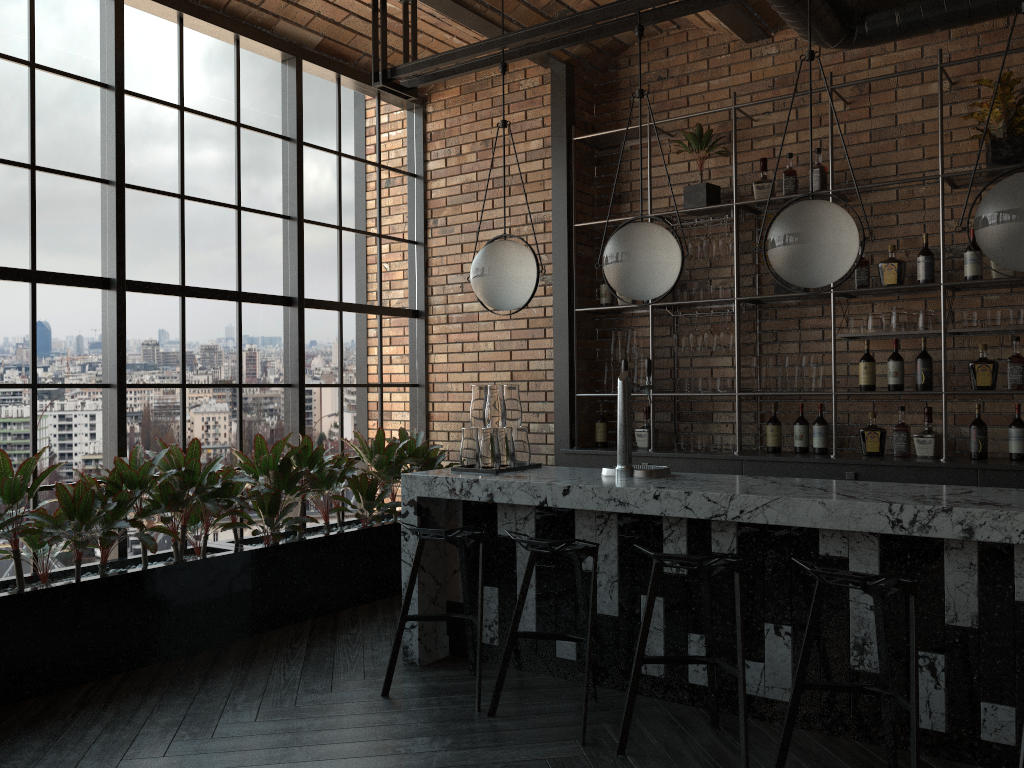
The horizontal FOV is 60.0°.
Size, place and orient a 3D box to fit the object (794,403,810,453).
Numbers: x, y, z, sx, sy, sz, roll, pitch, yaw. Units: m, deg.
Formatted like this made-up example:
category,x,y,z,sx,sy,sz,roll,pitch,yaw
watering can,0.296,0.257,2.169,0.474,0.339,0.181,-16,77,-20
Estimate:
category,x,y,z,sx,sy,sz,roll,pitch,yaw
object,1.724,0.262,5.280,0.086,0.298,0.086,-1,0,-6

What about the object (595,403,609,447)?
category,x,y,z,sx,sy,sz,roll,pitch,yaw
object,0.611,0.281,6.032,0.086,0.299,0.086,-1,0,-6

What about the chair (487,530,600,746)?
category,x,y,z,sx,sy,sz,roll,pitch,yaw
chair,0.205,0.944,3.514,0.475,0.737,0.414,-1,-1,40

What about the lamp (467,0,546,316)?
category,x,y,z,sx,sy,sz,roll,pitch,yaw
lamp,-0.039,-1.208,4.291,0.340,1.754,0.340,0,0,-9

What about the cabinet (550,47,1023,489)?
category,x,y,z,sx,sy,sz,roll,pitch,yaw
cabinet,1.745,-0.516,5.181,7.075,3.779,0.564,-1,-1,35

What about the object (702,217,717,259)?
category,x,y,z,sx,sy,sz,roll,pitch,yaw
object,1.222,-0.901,5.484,0.092,0.244,0.092,-1,-1,41

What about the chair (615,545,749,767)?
category,x,y,z,sx,sy,sz,roll,pitch,yaw
chair,0.666,0.937,3.190,0.475,0.737,0.414,-1,-1,30

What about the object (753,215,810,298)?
category,x,y,z,sx,sy,sz,roll,pitch,yaw
object,1.665,-0.784,5.251,0.425,0.526,0.430,0,-1,-43

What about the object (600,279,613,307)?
category,x,y,z,sx,sy,sz,roll,pitch,yaw
object,0.645,-0.655,6.040,0.086,0.298,0.086,-1,0,-6

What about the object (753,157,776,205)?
category,x,y,z,sx,sy,sz,roll,pitch,yaw
object,1.530,-1.232,5.382,0.123,0.279,0.123,-1,0,24

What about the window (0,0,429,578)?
category,x,y,z,sx,sy,sz,roll,pitch,yaw
window,-5.350,-0.533,0.091,0.168,3.253,16.179,-1,-1,35

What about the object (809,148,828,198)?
category,x,y,z,sx,sy,sz,roll,pitch,yaw
object,1.794,-1.238,5.194,0.083,0.282,0.083,0,-1,-40

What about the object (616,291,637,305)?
category,x,y,z,sx,sy,sz,roll,pitch,yaw
object,0.765,-0.647,5.900,0.123,0.279,0.123,-1,0,24

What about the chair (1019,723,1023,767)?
category,x,y,z,sx,sy,sz,roll,pitch,yaw
chair,1.665,0.921,2.488,0.475,0.737,0.414,-1,-1,30

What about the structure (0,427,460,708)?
category,x,y,z,sx,sy,sz,roll,pitch,yaw
structure,-1.533,0.805,4.809,0.757,1.072,4.107,-1,-1,34

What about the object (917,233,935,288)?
category,x,y,z,sx,sy,sz,roll,pitch,yaw
object,2.274,-0.679,4.873,0.086,0.298,0.086,-1,0,-6

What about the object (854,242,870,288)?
category,x,y,z,sx,sy,sz,roll,pitch,yaw
object,1.995,-0.668,5.053,0.083,0.282,0.083,-1,0,20

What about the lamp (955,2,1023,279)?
category,x,y,z,sx,sy,sz,roll,pitch,yaw
lamp,1.759,-1.236,3.027,0.340,1.754,0.340,0,0,-9

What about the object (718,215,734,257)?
category,x,y,z,sx,sy,sz,roll,pitch,yaw
object,1.307,-0.903,5.425,0.092,0.244,0.092,-1,-1,41

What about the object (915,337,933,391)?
category,x,y,z,sx,sy,sz,roll,pitch,yaw
object,2.262,-0.109,4.868,0.086,0.297,0.086,-1,0,-6

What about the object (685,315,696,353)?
category,x,y,z,sx,sy,sz,roll,pitch,yaw
object,1.151,-0.326,5.735,0.092,0.244,0.092,-1,-1,41

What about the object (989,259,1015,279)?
category,x,y,z,sx,sy,sz,roll,pitch,yaw
object,2.566,-0.674,4.635,0.123,0.279,0.123,-1,0,24

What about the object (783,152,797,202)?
category,x,y,z,sx,sy,sz,roll,pitch,yaw
object,1.658,-1.236,5.290,0.083,0.282,0.083,-1,0,20

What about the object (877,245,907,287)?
category,x,y,z,sx,sy,sz,roll,pitch,yaw
object,2.126,-0.652,4.960,0.151,0.248,0.094,-1,-1,39

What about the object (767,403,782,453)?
category,x,y,z,sx,sy,sz,roll,pitch,yaw
object,1.581,0.266,5.350,0.086,0.299,0.086,-1,0,-6

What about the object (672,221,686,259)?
category,x,y,z,sx,sy,sz,roll,pitch,yaw
object,1.051,-0.899,5.605,0.092,0.244,0.092,-1,-1,41

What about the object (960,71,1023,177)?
category,x,y,z,sx,sy,sz,roll,pitch,yaw
object,2.592,-1.371,4.678,0.425,0.526,0.430,-1,-1,37

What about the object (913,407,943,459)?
category,x,y,z,sx,sy,sz,roll,pitch,yaw
object,2.273,0.264,4.839,0.123,0.279,0.123,0,-1,-41

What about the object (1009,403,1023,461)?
category,x,y,z,sx,sy,sz,roll,pitch,yaw
object,2.633,0.248,4.612,0.086,0.298,0.086,-1,0,-6

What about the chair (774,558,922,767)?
category,x,y,z,sx,sy,sz,roll,pitch,yaw
chair,1.141,0.930,2.856,0.414,0.737,0.475,0,-1,-45

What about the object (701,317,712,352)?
category,x,y,z,sx,sy,sz,roll,pitch,yaw
object,1.241,-0.327,5.672,0.092,0.244,0.092,-1,-1,41

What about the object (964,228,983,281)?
category,x,y,z,sx,sy,sz,roll,pitch,yaw
object,2.462,-0.683,4.733,0.086,0.298,0.086,-1,0,-6

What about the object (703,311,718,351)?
category,x,y,z,sx,sy,sz,roll,pitch,yaw
object,1.228,-0.329,5.480,0.092,0.244,0.092,-1,-1,41

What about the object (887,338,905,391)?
category,x,y,z,sx,sy,sz,roll,pitch,yaw
object,2.154,-0.108,4.978,0.086,0.298,0.086,-1,0,-6

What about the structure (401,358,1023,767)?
category,x,y,z,sx,sy,sz,roll,pitch,yaw
structure,2.217,0.578,3.455,5.346,1.430,1.930,-1,-1,35

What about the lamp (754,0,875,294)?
category,x,y,z,sx,sy,sz,roll,pitch,yaw
lamp,1.160,-1.227,3.449,0.340,1.754,0.340,0,0,-9

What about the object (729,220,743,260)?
category,x,y,z,sx,sy,sz,roll,pitch,yaw
object,1.402,-0.903,5.560,0.092,0.244,0.092,-1,-1,41

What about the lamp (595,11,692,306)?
category,x,y,z,sx,sy,sz,roll,pitch,yaw
lamp,0.560,-1.218,3.870,0.340,1.754,0.340,0,0,-9

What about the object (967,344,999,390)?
category,x,y,z,sx,sy,sz,roll,pitch,yaw
object,2.497,-0.087,4.699,0.151,0.248,0.094,-1,0,24

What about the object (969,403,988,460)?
category,x,y,z,sx,sy,sz,roll,pitch,yaw
object,2.466,0.251,4.690,0.086,0.297,0.086,0,0,-21

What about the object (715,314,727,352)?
category,x,y,z,sx,sy,sz,roll,pitch,yaw
object,1.322,-0.328,5.615,0.092,0.244,0.092,-1,-1,41

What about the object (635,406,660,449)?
category,x,y,z,sx,sy,sz,roll,pitch,yaw
object,0.885,0.286,5.815,0.123,0.279,0.123,0,-1,-41

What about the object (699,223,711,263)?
category,x,y,z,sx,sy,sz,roll,pitch,yaw
object,1.236,-0.900,5.676,0.092,0.244,0.092,-1,-1,41

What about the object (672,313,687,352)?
category,x,y,z,sx,sy,sz,roll,pitch,yaw
object,1.057,-0.326,5.600,0.092,0.244,0.092,-1,-1,41

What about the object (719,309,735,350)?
category,x,y,z,sx,sy,sz,roll,pitch,yaw
object,1.312,-0.330,5.420,0.092,0.244,0.092,-1,-1,41

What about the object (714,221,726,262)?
category,x,y,z,sx,sy,sz,roll,pitch,yaw
object,1.317,-0.901,5.619,0.092,0.244,0.092,-1,-1,41

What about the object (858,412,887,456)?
category,x,y,z,sx,sy,sz,roll,pitch,yaw
object,2.041,0.284,5.018,0.151,0.248,0.094,-1,0,24

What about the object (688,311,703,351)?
category,x,y,z,sx,sy,sz,roll,pitch,yaw
object,1.147,-0.327,5.537,0.092,0.244,0.092,-1,-1,41

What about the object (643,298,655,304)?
category,x,y,z,sx,sy,sz,roll,pitch,yaw
object,0.902,-0.660,5.825,0.086,0.299,0.086,-1,0,-6

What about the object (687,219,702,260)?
category,x,y,z,sx,sy,sz,roll,pitch,yaw
object,1.141,-0.900,5.541,0.092,0.244,0.092,-1,-1,41

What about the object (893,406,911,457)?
category,x,y,z,sx,sy,sz,roll,pitch,yaw
object,2.168,0.264,4.930,0.083,0.282,0.083,-1,-1,35

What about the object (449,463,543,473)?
category,x,y,z,sx,sy,sz,roll,pitch,yaw
object,-0.074,0.414,4.421,0.273,0.019,0.437,-1,-1,35

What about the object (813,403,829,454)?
category,x,y,z,sx,sy,sz,roll,pitch,yaw
object,1.808,0.261,5.193,0.086,0.298,0.086,-1,0,-6

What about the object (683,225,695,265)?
category,x,y,z,sx,sy,sz,roll,pitch,yaw
object,1.146,-0.899,5.740,0.092,0.244,0.092,-1,-1,41

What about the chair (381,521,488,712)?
category,x,y,z,sx,sy,sz,roll,pitch,yaw
chair,-0.262,0.951,3.843,0.475,0.737,0.414,-1,0,25

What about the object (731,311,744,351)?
category,x,y,z,sx,sy,sz,roll,pitch,yaw
object,1.407,-0.330,5.555,0.092,0.244,0.092,-1,-1,41

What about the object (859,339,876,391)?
category,x,y,z,sx,sy,sz,roll,pitch,yaw
object,2.021,-0.105,5.041,0.086,0.299,0.086,-1,0,-6

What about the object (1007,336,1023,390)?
category,x,y,z,sx,sy,sz,roll,pitch,yaw
object,2.623,-0.107,4.611,0.083,0.282,0.083,-1,-1,35

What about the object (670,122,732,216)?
category,x,y,z,sx,sy,sz,roll,pitch,yaw
object,1.206,-1.364,5.639,0.377,0.554,0.422,-1,0,23
